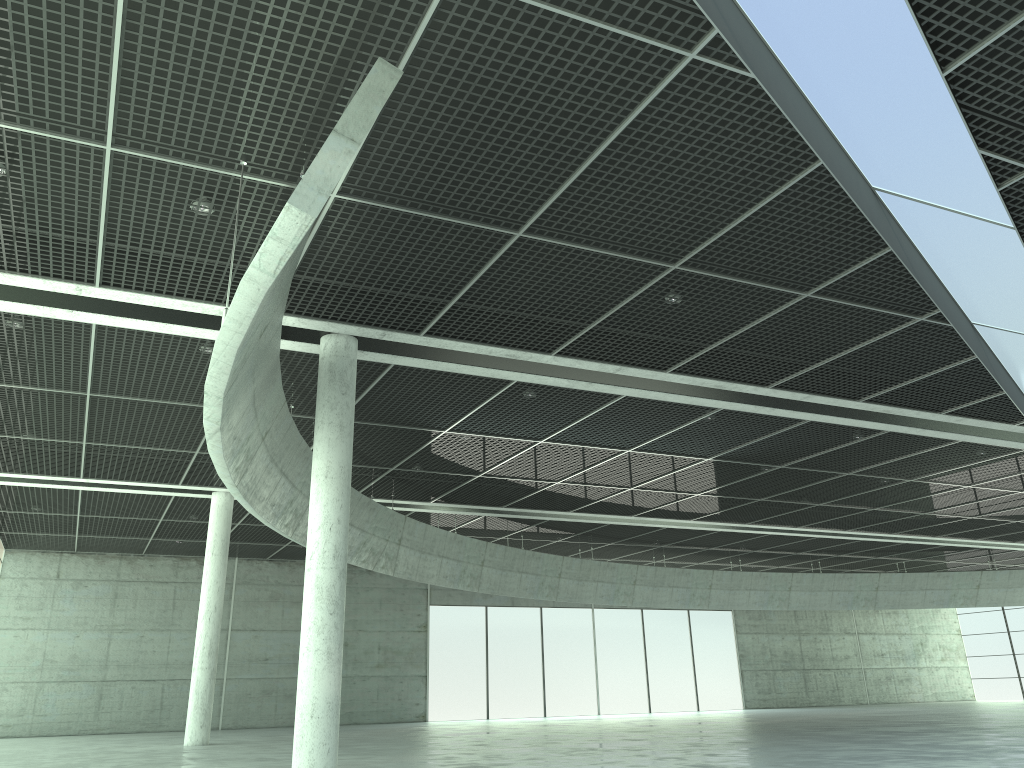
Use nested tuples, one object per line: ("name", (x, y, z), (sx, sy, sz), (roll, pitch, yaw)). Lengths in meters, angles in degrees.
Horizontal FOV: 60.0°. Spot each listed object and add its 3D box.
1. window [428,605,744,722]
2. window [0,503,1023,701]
("window", (7.843, 28.816, 83.117), (33.477, 10.661, 0.159), (8, -23, -24))
("window", (28.951, 9.499, 42.273), (100.630, 16.078, 99.734), (8, -23, -24))
